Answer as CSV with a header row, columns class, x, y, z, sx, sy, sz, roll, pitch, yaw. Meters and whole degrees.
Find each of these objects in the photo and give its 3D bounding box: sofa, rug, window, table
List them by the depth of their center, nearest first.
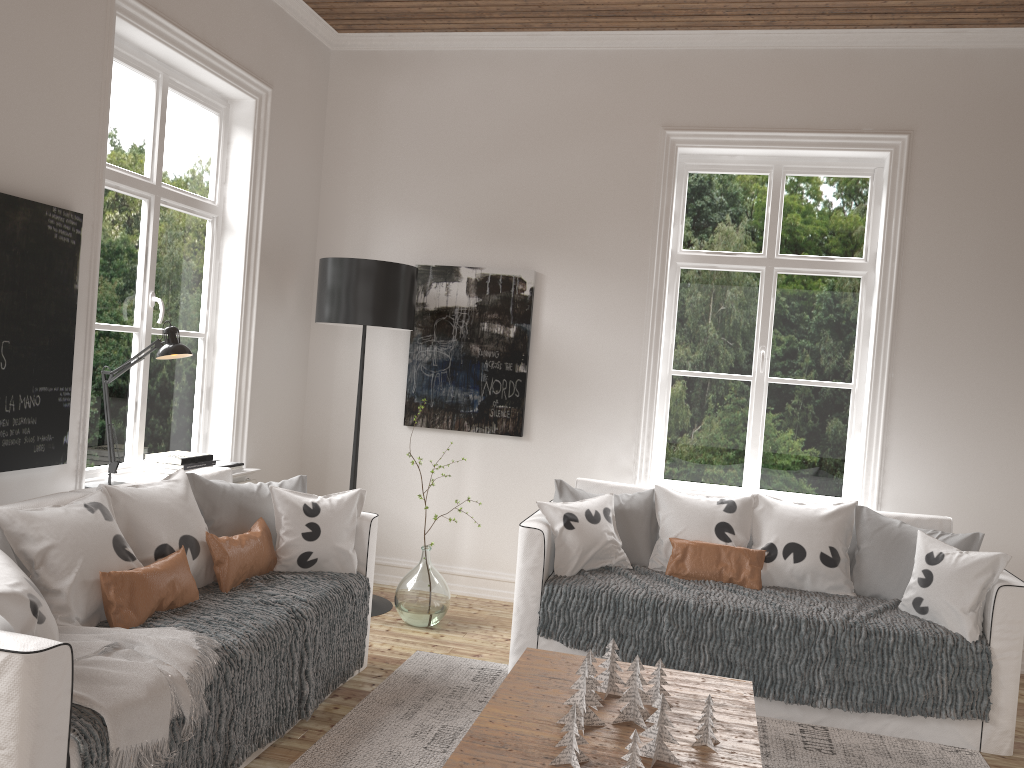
class,x,y,z,sx,sy,sz,roll,pitch,yaw
rug,0.395,1.282,2.481,2.254,0.003,2.474,5,1,13
table,0.280,1.123,2.502,0.821,0.300,1.189,5,1,13
sofa,-1.195,0.761,2.871,0.866,0.776,1.960,5,1,13
sofa,1.043,0.911,3.895,1.960,0.776,0.866,5,1,13
window,-1.598,-0.489,3.960,0.120,1.872,1.055,5,1,13
window,1.347,-0.278,4.734,1.055,1.872,0.120,5,1,13

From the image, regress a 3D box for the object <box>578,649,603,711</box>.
class,x,y,z,sx,sy,sz,roll,pitch,yaw
object,0.231,0.882,2.683,0.095,0.164,0.090,5,1,20

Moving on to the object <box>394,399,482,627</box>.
class,x,y,z,sx,sy,sz,roll,pitch,yaw
object,-0.347,0.630,4.451,0.275,1.117,0.515,5,2,30

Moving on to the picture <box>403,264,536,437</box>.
class,x,y,z,sx,sy,sz,roll,pitch,yaw
picture,-0.239,-0.191,4.915,0.680,0.908,0.041,5,1,13

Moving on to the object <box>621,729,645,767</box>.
class,x,y,z,sx,sy,sz,roll,pitch,yaw
object,0.301,0.919,2.206,0.068,0.124,0.072,4,1,-2

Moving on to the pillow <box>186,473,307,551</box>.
class,x,y,z,sx,sy,sz,roll,pitch,yaw
pillow,-1.065,0.561,3.525,0.546,0.437,0.292,3,2,-44

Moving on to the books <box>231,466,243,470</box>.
class,x,y,z,sx,sy,sz,roll,pitch,yaw
books,-1.458,0.406,4.318,0.187,0.014,0.248,5,1,11

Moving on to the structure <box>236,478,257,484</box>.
class,x,y,z,sx,sy,sz,roll,pitch,yaw
structure,-1.498,0.893,3.948,0.095,0.829,1.223,5,1,13

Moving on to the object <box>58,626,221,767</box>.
class,x,y,z,sx,sy,sz,roll,pitch,yaw
object,-1.152,0.787,2.418,0.729,0.255,0.588,5,1,17

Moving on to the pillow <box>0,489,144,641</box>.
class,x,y,z,sx,sy,sz,roll,pitch,yaw
pillow,-1.269,0.569,2.421,0.417,0.414,1.020,4,1,-5

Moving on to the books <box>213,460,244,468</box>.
class,x,y,z,sx,sy,sz,roll,pitch,yaw
books,-1.463,0.392,4.322,0.202,0.012,0.251,5,1,14

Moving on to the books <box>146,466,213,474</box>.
class,x,y,z,sx,sy,sz,roll,pitch,yaw
books,-1.515,0.385,4.047,0.191,0.023,0.242,5,1,11

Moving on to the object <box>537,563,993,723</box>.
class,x,y,z,sx,sy,sz,roll,pitch,yaw
object,1.008,1.018,3.753,1.704,0.390,0.656,5,1,13

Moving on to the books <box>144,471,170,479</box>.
class,x,y,z,sx,sy,sz,roll,pitch,yaw
books,-1.522,0.411,4.057,0.191,0.032,0.258,5,1,15

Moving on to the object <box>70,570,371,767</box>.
class,x,y,z,sx,sy,sz,roll,pitch,yaw
object,-1.053,0.920,2.849,0.651,0.423,1.680,5,1,13

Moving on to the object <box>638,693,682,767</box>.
class,x,y,z,sx,sy,sz,roll,pitch,yaw
object,0.384,0.896,2.321,0.097,0.178,0.103,4,1,-24

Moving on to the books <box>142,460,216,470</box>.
class,x,y,z,sx,sy,sz,roll,pitch,yaw
books,-1.520,0.361,4.056,0.212,0.023,0.258,5,1,13

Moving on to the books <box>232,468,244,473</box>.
class,x,y,z,sx,sy,sz,roll,pitch,yaw
books,-1.457,0.419,4.323,0.187,0.014,0.253,5,1,13

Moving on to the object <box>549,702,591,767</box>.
class,x,y,z,sx,sy,sz,roll,pitch,yaw
object,0.156,0.888,2.262,0.093,0.161,0.088,5,1,22

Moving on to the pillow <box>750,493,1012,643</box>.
class,x,y,z,sx,sy,sz,roll,pitch,yaw
pillow,1.495,0.746,3.726,1.081,0.450,0.403,5,2,37

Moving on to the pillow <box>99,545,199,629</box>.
class,x,y,z,sx,sy,sz,roll,pitch,yaw
pillow,-1.131,0.659,2.796,0.116,0.220,0.414,5,1,14

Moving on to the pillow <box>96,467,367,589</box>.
class,x,y,z,sx,sy,sz,roll,pitch,yaw
pillow,-1.032,0.558,3.326,0.403,0.450,1.081,5,2,37

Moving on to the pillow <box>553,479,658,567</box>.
class,x,y,z,sx,sy,sz,roll,pitch,yaw
pillow,0.425,0.661,4.085,0.541,0.431,0.282,4,1,-13

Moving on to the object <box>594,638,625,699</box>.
class,x,y,z,sx,sy,sz,roll,pitch,yaw
object,0.309,0.880,2.770,0.090,0.176,0.090,4,1,-25

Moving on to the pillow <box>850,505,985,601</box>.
class,x,y,z,sx,sy,sz,roll,pitch,yaw
pillow,1.692,0.771,3.758,0.292,0.437,0.546,3,2,-44

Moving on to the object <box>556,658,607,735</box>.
class,x,y,z,sx,sy,sz,roll,pitch,yaw
object,0.201,0.870,2.511,0.106,0.193,0.112,6,2,41

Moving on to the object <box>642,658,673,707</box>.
class,x,y,z,sx,sy,sz,roll,pitch,yaw
object,0.446,0.907,2.701,0.075,0.147,0.075,6,2,45

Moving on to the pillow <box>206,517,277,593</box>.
class,x,y,z,sx,sy,sz,roll,pitch,yaw
pillow,-0.991,0.634,3.283,0.117,0.235,0.414,5,1,12

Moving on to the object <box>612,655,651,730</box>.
class,x,y,z,sx,sy,sz,roll,pitch,yaw
object,0.359,0.879,2.566,0.107,0.195,0.113,5,1,20

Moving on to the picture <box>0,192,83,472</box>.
class,x,y,z,sx,sy,sz,roll,pitch,yaw
picture,-1.680,-0.162,2.887,0.041,0.908,0.680,5,1,13

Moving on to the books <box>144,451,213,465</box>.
class,x,y,z,sx,sy,sz,roll,pitch,yaw
books,-1.517,0.336,4.046,0.190,0.028,0.239,5,1,15

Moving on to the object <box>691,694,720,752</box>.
class,x,y,z,sx,sy,sz,roll,pitch,yaw
object,0.539,0.923,2.442,0.072,0.142,0.073,5,1,21

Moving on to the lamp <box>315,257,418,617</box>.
class,x,y,z,sx,sy,sz,roll,pitch,yaw
lamp,-0.797,0.262,4.553,0.499,1.754,0.499,5,1,10

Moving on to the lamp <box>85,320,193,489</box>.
class,x,y,z,sx,sy,sz,roll,pitch,yaw
lamp,-1.497,0.089,3.579,0.439,0.703,0.196,5,1,13

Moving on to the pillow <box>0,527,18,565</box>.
class,x,y,z,sx,sy,sz,roll,pitch,yaw
pillow,-1.393,0.563,2.253,0.282,0.431,0.541,4,1,-13

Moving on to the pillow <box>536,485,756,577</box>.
class,x,y,z,sx,sy,sz,roll,pitch,yaw
pillow,0.592,0.678,3.961,1.020,0.414,0.417,4,1,-5

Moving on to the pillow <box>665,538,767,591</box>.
class,x,y,z,sx,sy,sz,roll,pitch,yaw
pillow,0.879,0.781,3.832,0.420,0.179,0.127,5,1,15
